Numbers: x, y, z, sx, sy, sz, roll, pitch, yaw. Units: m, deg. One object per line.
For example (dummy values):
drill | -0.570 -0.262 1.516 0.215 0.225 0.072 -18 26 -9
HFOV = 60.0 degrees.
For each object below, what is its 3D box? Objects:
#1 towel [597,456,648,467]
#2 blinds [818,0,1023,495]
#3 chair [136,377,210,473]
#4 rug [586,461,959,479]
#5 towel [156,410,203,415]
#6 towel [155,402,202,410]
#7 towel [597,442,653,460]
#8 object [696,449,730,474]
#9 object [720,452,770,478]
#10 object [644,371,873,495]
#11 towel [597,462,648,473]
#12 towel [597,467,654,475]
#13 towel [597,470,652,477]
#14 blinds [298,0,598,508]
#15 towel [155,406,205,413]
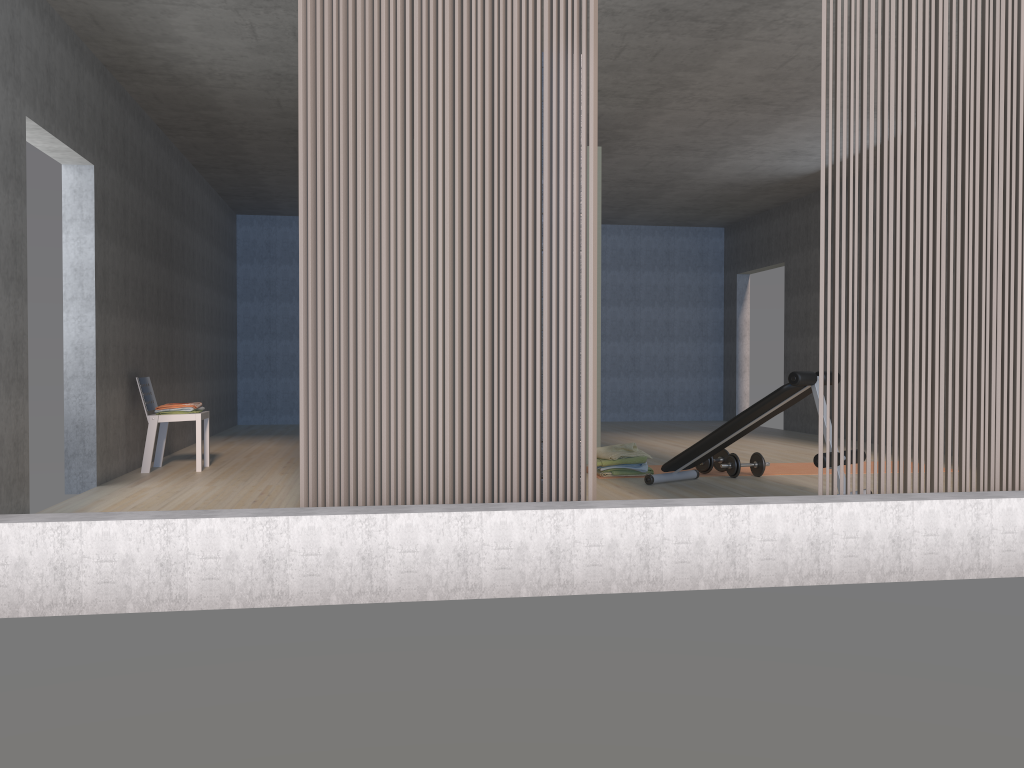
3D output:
towel | 0.761 0.542 6.358 0.376 0.085 0.371 0 1 -4
blinds | 1.787 -0.668 3.656 1.133 2.744 0.069 0 1 -9
chair | -2.536 0.296 6.645 0.457 0.697 0.417 0 1 -10
rug | 1.916 0.643 6.707 2.779 0.002 0.716 0 1 -9
towel | -2.482 0.210 6.644 0.307 0.038 0.297 0 1 -10
towel | -2.489 0.166 6.644 0.294 0.046 0.297 0 1 -9
towel | 0.779 0.487 6.378 0.384 0.123 0.373 0 1 -25
object | 1.451 0.555 6.411 0.385 0.176 0.176 -1 1 -37
object | 1.636 0.569 6.219 0.385 0.176 0.176 0 1 -17
object | 1.475 0.293 5.461 0.505 0.746 1.312 -1 1 -40
towel | 0.783 0.578 6.371 0.383 0.078 0.383 0 1 8
towel | 0.796 0.603 6.392 0.380 0.081 0.367 0 1 -11
towel | 0.775 0.625 6.398 0.376 0.044 0.371 0 1 -10
blinds | -0.222 -0.664 3.337 1.133 2.744 0.069 0 1 -9
towel | -2.490 0.190 6.649 0.306 0.047 0.297 0 1 -5
